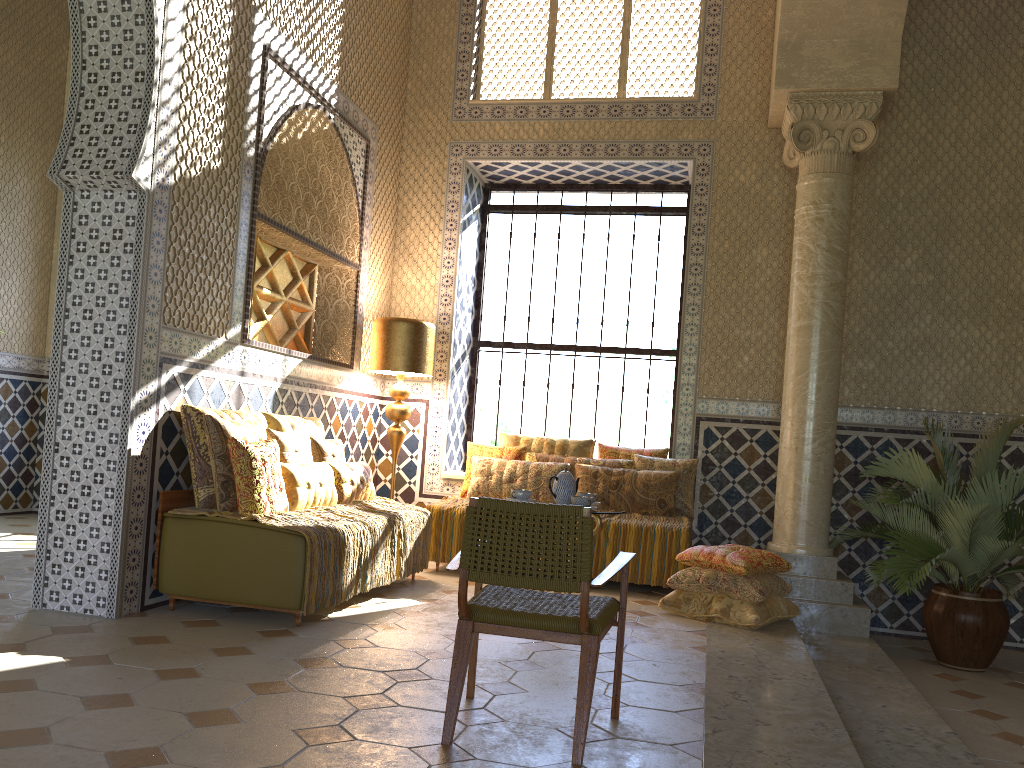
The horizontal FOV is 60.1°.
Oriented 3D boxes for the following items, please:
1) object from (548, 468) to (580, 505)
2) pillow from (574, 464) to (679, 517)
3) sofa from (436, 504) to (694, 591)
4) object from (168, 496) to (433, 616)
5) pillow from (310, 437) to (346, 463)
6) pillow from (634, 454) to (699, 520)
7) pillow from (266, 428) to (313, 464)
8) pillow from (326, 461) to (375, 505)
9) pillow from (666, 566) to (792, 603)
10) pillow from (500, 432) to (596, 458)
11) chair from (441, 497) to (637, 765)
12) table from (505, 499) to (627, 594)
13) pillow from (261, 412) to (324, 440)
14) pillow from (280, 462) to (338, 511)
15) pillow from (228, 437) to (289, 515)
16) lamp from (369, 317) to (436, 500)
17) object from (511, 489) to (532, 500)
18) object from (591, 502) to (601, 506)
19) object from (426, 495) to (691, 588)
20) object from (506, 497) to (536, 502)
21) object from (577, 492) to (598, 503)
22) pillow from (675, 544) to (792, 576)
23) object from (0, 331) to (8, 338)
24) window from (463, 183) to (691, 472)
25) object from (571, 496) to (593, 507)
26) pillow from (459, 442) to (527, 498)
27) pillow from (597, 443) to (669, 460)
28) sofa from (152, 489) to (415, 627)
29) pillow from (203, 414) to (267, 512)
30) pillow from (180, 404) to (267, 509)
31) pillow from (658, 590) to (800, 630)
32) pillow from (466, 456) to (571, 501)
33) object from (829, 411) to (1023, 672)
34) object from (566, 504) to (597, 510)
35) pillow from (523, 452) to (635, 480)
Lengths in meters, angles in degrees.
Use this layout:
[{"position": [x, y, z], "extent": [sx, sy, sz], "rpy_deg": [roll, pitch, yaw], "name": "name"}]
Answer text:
[{"position": [0.445, 0.874, 7.547], "extent": [0.273, 0.323, 0.199], "rpy_deg": [4, -1, 2], "name": "object"}, {"position": [1.255, 1.209, 9.929], "extent": [1.190, 0.546, 0.329], "rpy_deg": [3, -2, 13], "name": "pillow"}, {"position": [0.586, 1.739, 10.039], "extent": [2.847, 0.937, 1.277], "rpy_deg": [3, -3, 13], "name": "sofa"}, {"position": [-1.734, 1.426, 7.954], "extent": [1.313, 0.717, 2.894], "rpy_deg": [3, -4, 13], "name": "object"}, {"position": [-1.798, 0.852, 8.720], "extent": [0.313, 0.637, 0.683], "rpy_deg": [4, -2, 13], "name": "pillow"}, {"position": [1.723, 1.166, 10.069], "extent": [0.740, 0.693, 0.341], "rpy_deg": [4, -1, 13], "name": "pillow"}, {"position": [-1.973, 0.758, 7.937], "extent": [0.340, 0.692, 0.743], "rpy_deg": [4, -2, 13], "name": "pillow"}, {"position": [-1.595, 0.994, 8.718], "extent": [0.271, 0.450, 0.985], "rpy_deg": [4, -3, 13], "name": "pillow"}, {"position": [2.054, 1.877, 8.336], "extent": [0.930, 0.347, 0.883], "rpy_deg": [2, -4, 33], "name": "pillow"}, {"position": [0.370, 1.026, 10.604], "extent": [1.191, 0.832, 0.423], "rpy_deg": [4, -1, 13], "name": "pillow"}, {"position": [0.121, 1.200, 4.673], "extent": [0.949, 1.208, 0.908], "rpy_deg": [4, -2, 13], "name": "chair"}, {"position": [0.385, 1.519, 7.503], "extent": [1.099, 0.980, 1.104], "rpy_deg": [2, -3, 42], "name": "table"}, {"position": [-2.088, 0.720, 8.659], "extent": [0.422, 0.831, 1.195], "rpy_deg": [4, -3, 13], "name": "pillow"}, {"position": [-1.802, 0.919, 7.805], "extent": [0.271, 0.450, 0.985], "rpy_deg": [4, -3, 13], "name": "pillow"}, {"position": [-1.994, 0.758, 7.031], "extent": [0.344, 0.651, 0.686], "rpy_deg": [4, -2, 13], "name": "pillow"}, {"position": [-1.363, 0.662, 10.408], "extent": [0.738, 2.812, 0.736], "rpy_deg": [4, -1, -18], "name": "lamp"}, {"position": [0.078, 0.958, 7.588], "extent": [0.183, 0.100, 0.183], "rpy_deg": [4, -3, -6], "name": "object"}, {"position": [0.657, 1.053, 7.817], "extent": [0.256, 0.032, 0.256], "rpy_deg": [5, -4, -8], "name": "object"}, {"position": [0.534, 1.723, 9.987], "extent": [2.883, 0.717, 1.317], "rpy_deg": [3, -3, 13], "name": "object"}, {"position": [0.076, 0.996, 7.589], "extent": [0.256, 0.032, 0.256], "rpy_deg": [5, -4, -8], "name": "object"}, {"position": [0.660, 1.015, 7.817], "extent": [0.183, 0.100, 0.183], "rpy_deg": [4, -3, 2], "name": "object"}, {"position": [2.083, 1.669, 8.326], "extent": [0.750, 0.310, 0.803], "rpy_deg": [7, -4, -43], "name": "pillow"}, {"position": [-6.468, -0.183, 8.734], "extent": [2.254, 3.550, 2.760], "rpy_deg": [4, -2, 17], "name": "object"}, {"position": [-1.961, -0.847, 12.070], "extent": [8.478, 3.988, 0.575], "rpy_deg": [4, -1, 9], "name": "window"}, {"position": [0.567, 0.968, 7.187], "extent": [0.183, 0.100, 0.184], "rpy_deg": [4, -3, 9], "name": "object"}, {"position": [-0.229, 1.053, 10.515], "extent": [0.740, 0.693, 0.341], "rpy_deg": [4, -1, 13], "name": "pillow"}, {"position": [1.389, 1.118, 10.430], "extent": [0.855, 0.800, 0.394], "rpy_deg": [4, -1, 13], "name": "pillow"}, {"position": [-1.791, 1.432, 7.979], "extent": [1.272, 0.936, 2.857], "rpy_deg": [4, -3, 13], "name": "sofa"}, {"position": [-2.210, 0.660, 7.230], "extent": [0.383, 0.779, 0.836], "rpy_deg": [4, -2, 13], "name": "pillow"}, {"position": [-2.353, 0.625, 7.493], "extent": [0.422, 0.831, 1.195], "rpy_deg": [4, -3, 13], "name": "pillow"}, {"position": [2.060, 2.080, 8.339], "extent": [0.989, 0.368, 1.046], "rpy_deg": [2, -4, 38], "name": "pillow"}, {"position": [0.063, 1.140, 10.201], "extent": [1.190, 0.546, 0.329], "rpy_deg": [3, -2, 13], "name": "pillow"}, {"position": [4.544, 1.503, 8.546], "extent": [2.641, 2.500, 2.167], "rpy_deg": [4, -2, 0], "name": "object"}, {"position": [0.563, 1.005, 7.187], "extent": [0.255, 0.032, 0.256], "rpy_deg": [4, -4, 9], "name": "object"}, {"position": [0.745, 1.139, 10.271], "extent": [1.340, 0.615, 0.371], "rpy_deg": [3, -2, 13], "name": "pillow"}]
